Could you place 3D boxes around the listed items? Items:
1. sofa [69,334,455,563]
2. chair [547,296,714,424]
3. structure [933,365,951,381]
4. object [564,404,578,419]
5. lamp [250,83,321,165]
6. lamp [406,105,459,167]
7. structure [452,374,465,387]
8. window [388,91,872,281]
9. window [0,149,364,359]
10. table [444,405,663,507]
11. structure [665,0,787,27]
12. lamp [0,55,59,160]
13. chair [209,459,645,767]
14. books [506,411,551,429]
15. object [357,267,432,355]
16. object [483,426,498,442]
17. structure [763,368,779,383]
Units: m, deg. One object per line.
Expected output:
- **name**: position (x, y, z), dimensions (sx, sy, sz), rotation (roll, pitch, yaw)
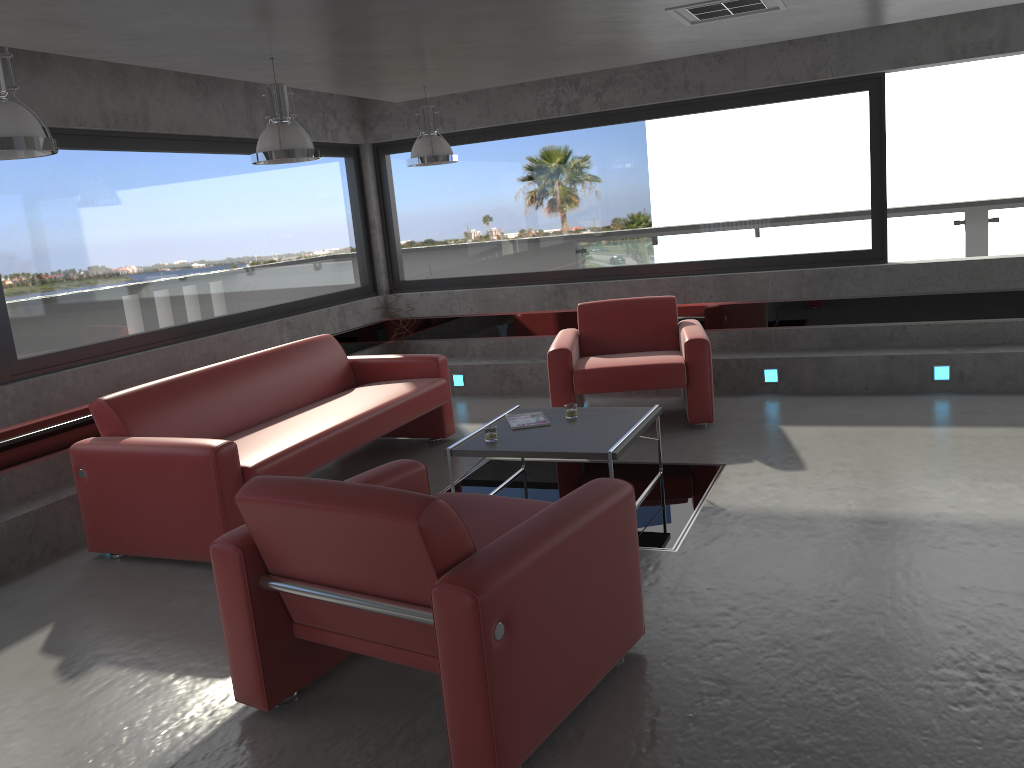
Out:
- **sofa**: position (-1.410, 0.243, 5.820), dimensions (1.120, 0.854, 2.626), rotation (-1, 12, 23)
- **chair**: position (0.910, -0.190, 6.877), dimensions (1.196, 0.854, 1.130), rotation (-4, 11, 9)
- **structure**: position (3.289, -0.084, 6.785), dimensions (0.123, 0.123, 0.004), rotation (-1, 12, 23)
- **object**: position (0.358, 0.165, 5.358), dimensions (0.079, 0.077, 0.079), rotation (1, 13, 31)
- **lamp**: position (-1.312, -1.483, 5.040), dimensions (0.389, 0.422, 0.388), rotation (-1, 12, 23)
- **lamp**: position (-0.617, -1.867, 6.655), dimensions (0.388, 0.422, 0.389), rotation (-3, 11, 13)
- **structure**: position (-0.509, -0.034, 8.430), dimensions (0.123, 0.123, 0.004), rotation (-1, 12, 23)
- **window**: position (0.845, -1.712, 8.093), dimensions (4.583, 1.364, 0.003), rotation (-1, 12, 23)
- **window**: position (-3.039, -0.793, 5.339), dimensions (0.003, 1.364, 7.800), rotation (-1, 12, 23)
- **table**: position (0.288, 0.453, 5.194), dimensions (0.994, 0.436, 1.018), rotation (-1, 12, 23)
- **structure**: position (1.164, -2.155, 4.813), dimensions (0.563, 0.240, 0.563), rotation (-1, 12, 23)
- **lamp**: position (-2.006, -1.099, 3.424), dimensions (0.389, 0.422, 0.388), rotation (-1, 12, 23)
- **chair**: position (-0.264, 0.632, 3.262), dimensions (1.196, 0.854, 1.130), rotation (2, 13, 33)
- **books**: position (0.094, 0.215, 5.376), dimensions (0.228, 0.022, 0.326), rotation (-7, 11, -6)
- **object**: position (-0.998, -0.373, 7.820), dimensions (0.531, 1.289, 0.466), rotation (2, 14, 36)
- **object**: position (-0.120, 0.281, 5.001), dimensions (0.079, 0.077, 0.079), rotation (-4, 11, 7)
- **structure**: position (2.129, -0.068, 7.288), dimensions (0.123, 0.123, 0.004), rotation (-1, 12, 23)
